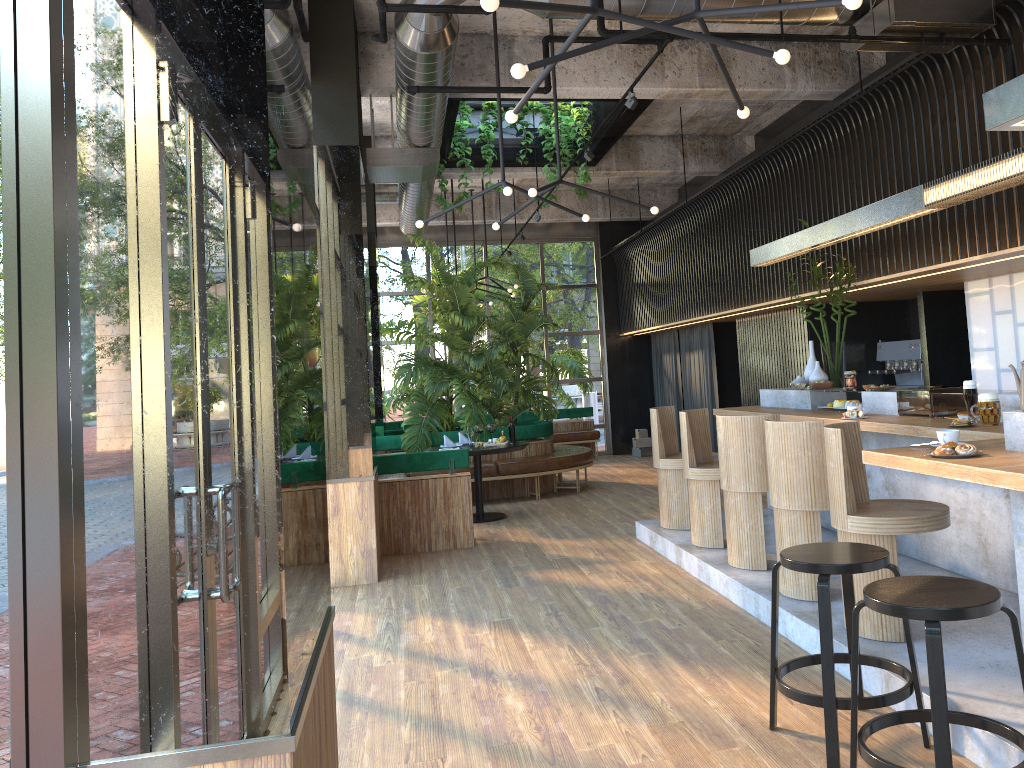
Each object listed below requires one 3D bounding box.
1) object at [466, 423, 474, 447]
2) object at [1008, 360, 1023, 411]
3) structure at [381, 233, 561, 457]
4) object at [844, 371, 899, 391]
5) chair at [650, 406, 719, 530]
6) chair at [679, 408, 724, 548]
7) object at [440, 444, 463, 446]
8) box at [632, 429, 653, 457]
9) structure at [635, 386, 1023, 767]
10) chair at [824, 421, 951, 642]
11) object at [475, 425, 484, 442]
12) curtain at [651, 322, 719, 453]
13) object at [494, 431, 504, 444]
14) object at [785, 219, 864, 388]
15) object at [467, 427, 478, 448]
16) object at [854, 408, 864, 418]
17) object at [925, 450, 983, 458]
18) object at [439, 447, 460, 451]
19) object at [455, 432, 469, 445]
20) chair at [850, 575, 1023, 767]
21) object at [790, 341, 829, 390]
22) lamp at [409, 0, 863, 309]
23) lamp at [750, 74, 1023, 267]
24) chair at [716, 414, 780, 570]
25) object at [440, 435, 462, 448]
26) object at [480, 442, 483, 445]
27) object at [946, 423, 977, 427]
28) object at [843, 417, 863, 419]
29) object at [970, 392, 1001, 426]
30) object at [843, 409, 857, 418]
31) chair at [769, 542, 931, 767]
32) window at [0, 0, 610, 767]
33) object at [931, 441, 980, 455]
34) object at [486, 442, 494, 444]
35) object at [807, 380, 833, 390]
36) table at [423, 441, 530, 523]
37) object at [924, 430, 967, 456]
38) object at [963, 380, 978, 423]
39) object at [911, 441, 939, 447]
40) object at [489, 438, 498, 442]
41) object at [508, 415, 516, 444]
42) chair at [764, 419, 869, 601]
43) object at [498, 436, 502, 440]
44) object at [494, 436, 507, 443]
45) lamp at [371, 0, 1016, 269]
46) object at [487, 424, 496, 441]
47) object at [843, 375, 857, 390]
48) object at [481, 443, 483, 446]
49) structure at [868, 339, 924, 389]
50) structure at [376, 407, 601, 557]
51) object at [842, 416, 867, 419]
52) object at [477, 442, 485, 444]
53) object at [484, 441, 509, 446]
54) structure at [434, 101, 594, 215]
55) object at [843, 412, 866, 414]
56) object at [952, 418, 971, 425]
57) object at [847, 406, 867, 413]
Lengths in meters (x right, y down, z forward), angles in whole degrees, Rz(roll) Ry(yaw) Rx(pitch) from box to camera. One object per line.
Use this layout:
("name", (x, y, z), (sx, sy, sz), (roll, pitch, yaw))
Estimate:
("object", (-0.428, 0.527, 9.181), (0.096, 0.246, 0.088), (-2, -4, -26))
("object", (2.008, -0.013, 3.425), (0.124, 0.235, 0.204), (-1, -3, -41))
("structure", (-0.536, -0.277, 11.622), (2.523, 3.446, 2.563), (-2, -2, -25))
("object", (2.536, -0.025, 6.439), (0.212, 0.135, 0.795), (-3, 0, -1))
("chair", (1.442, 0.672, 7.335), (0.548, 0.972, 0.545), (-3, -3, 1))
("chair", (1.538, 0.674, 6.546), (0.573, 0.972, 0.520), (-1, -3, -34))
("object", (-0.659, 0.652, 9.473), (0.242, 0.019, 0.165), (-3, 1, 41))
("box", (2.155, 0.970, 14.697), (0.343, 0.443, 0.270), (-2, -3, -21))
("structure", (4.341, 0.284, 5.001), (5.958, 1.734, 6.980), (-4, 0, -9))
("chair", (1.817, 0.678, 4.269), (0.521, 0.972, 0.572), (-5, -3, 38))
("object", (-0.351, 0.541, 9.539), (0.106, 0.201, 0.098), (-2, -3, -20))
("curtain", (2.622, 0.138, 13.683), (0.124, 2.064, 3.208), (-3, -1, -7))
("object", (-0.137, 0.551, 9.215), (0.145, 0.124, 0.096), (-3, -2, -29))
("object", (2.612, -0.596, 7.346), (0.646, 1.554, 0.607), (-5, -4, 29))
("object", (-0.400, 0.545, 9.017), (0.101, 0.210, 0.109), (-5, -3, 25))
("object", (2.222, 0.188, 5.733), (0.073, 0.060, 0.124), (-2, -1, -40))
("object", (1.691, 0.268, 3.395), (0.198, 0.013, 0.213), (-3, 1, 27))
("object", (-0.610, 0.654, 8.976), (0.260, 0.019, 0.154), (-4, 0, -10))
("object", (-0.500, 0.586, 9.586), (0.242, 0.139, 0.223), (-3, -1, -26))
("chair", (1.344, 1.003, 2.790), (0.531, 0.698, 0.497), (-3, -2, -19))
("object", (2.467, -0.158, 7.301), (0.304, 0.398, 0.331), (-5, -3, 39))
("lamp", (1.879, -2.242, 5.799), (5.182, 1.827, 18.520), (-3, 0, -7))
("lamp", (3.805, -2.208, 5.226), (5.106, 2.138, 6.560), (-3, 0, -15))
("chair", (1.644, 0.674, 5.818), (0.536, 0.972, 0.557), (-4, -3, 14))
("object", (-0.633, 0.598, 9.233), (0.242, 0.139, 0.223), (-3, -1, -26))
("object", (-0.322, 0.626, 9.343), (0.033, 0.032, 0.036), (-3, -1, -11))
("object", (2.347, 0.216, 4.636), (0.157, 0.013, 0.142), (-4, 1, -38))
("object", (2.209, 0.216, 5.720), (0.117, 0.005, 0.125), (-3, 1, 30))
("object", (2.477, 0.129, 4.625), (0.114, 0.172, 0.133), (-3, -2, -15))
("object", (2.172, 0.191, 5.707), (0.062, 0.059, 0.072), (-3, -1, -19))
("chair", (1.266, 1.002, 3.421), (0.528, 0.698, 0.500), (-3, -2, -14))
("window", (0.611, -1.881, 5.262), (4.218, 6.510, 19.950), (-3, 0, -7))
("object", (1.695, 0.248, 3.391), (0.155, 0.053, 0.160), (-3, 0, 35))
("object", (-0.221, 0.610, 9.285), (0.103, 0.013, 0.218), (-4, 1, -3))
("object", (2.438, 0.007, 7.041), (0.191, 0.073, 0.228), (-3, 0, 11))
("table", (-0.348, 1.021, 9.222), (1.153, 0.753, 1.044), (-3, -1, -41))
("object", (1.715, 0.235, 3.538), (0.175, 0.073, 0.431), (-3, 0, 27))
("object", (2.510, 0.095, 4.853), (0.072, 0.233, 0.077), (-5, -4, 23))
("object", (1.740, 0.254, 3.741), (0.030, 0.027, 0.129), (-3, 0, -31))
("object", (-0.159, 0.593, 9.400), (0.194, 0.038, 0.063), (-3, -1, 23))
("object", (-0.002, 0.474, 9.207), (0.068, 0.300, 0.069), (-4, -4, 7))
("chair", (1.738, 0.675, 5.023), (0.520, 0.972, 0.573), (-6, -4, 41))
("object", (-0.113, 0.592, 9.507), (0.060, 0.072, 0.205), (-3, 0, -17))
("object", (-0.119, 0.578, 9.307), (0.100, 0.064, 0.161), (-3, 0, -39))
("lamp", (0.358, -2.346, 9.781), (3.868, 1.535, 9.810), (-3, 0, -10))
("object", (-0.217, 0.533, 9.525), (0.106, 0.201, 0.098), (-2, -3, -20))
("object", (2.542, -0.013, 6.694), (0.086, 0.107, 0.160), (-5, -1, 37))
("object", (-0.312, 0.627, 9.254), (0.032, 0.031, 0.040), (-4, -1, 16))
("structure", (4.075, 0.325, 9.043), (0.560, 1.599, 0.821), (-3, -3, -9))
("structure", (1.853, 0.525, 5.349), (6.144, 1.552, 19.706), (-4, 1, -7))
("object", (2.209, 0.218, 5.724), (0.167, 0.005, 0.167), (-3, 1, 2))
("object", (-0.335, 0.628, 9.404), (0.098, 0.028, 0.128), (-3, 0, 6))
("object", (-0.164, 0.623, 9.300), (0.239, 0.019, 0.352), (-3, 1, 1))
("structure", (0.146, -2.741, 10.495), (2.109, 1.521, 1.450), (-4, -2, 19))
("object", (2.293, 0.204, 5.932), (0.164, 0.020, 0.156), (-4, 0, -13))
("object", (2.349, 0.201, 4.639), (0.093, 0.041, 0.146), (-4, 0, 25))
("object", (2.312, 0.175, 5.937), (0.138, 0.064, 0.106), (-3, -1, -30))
